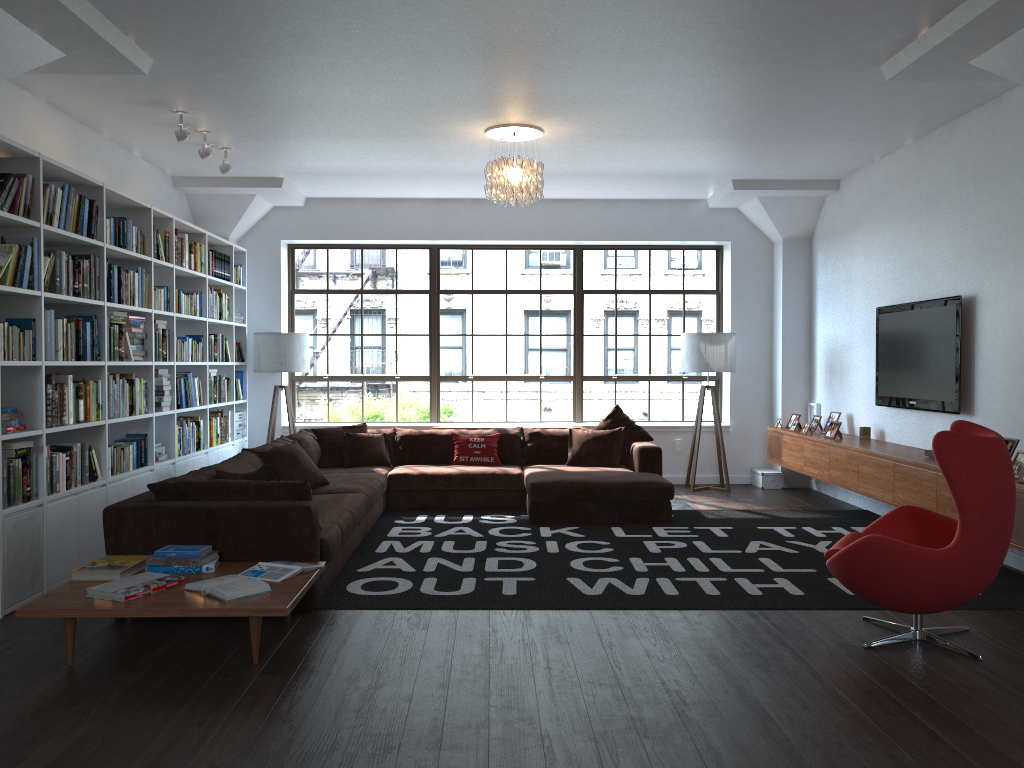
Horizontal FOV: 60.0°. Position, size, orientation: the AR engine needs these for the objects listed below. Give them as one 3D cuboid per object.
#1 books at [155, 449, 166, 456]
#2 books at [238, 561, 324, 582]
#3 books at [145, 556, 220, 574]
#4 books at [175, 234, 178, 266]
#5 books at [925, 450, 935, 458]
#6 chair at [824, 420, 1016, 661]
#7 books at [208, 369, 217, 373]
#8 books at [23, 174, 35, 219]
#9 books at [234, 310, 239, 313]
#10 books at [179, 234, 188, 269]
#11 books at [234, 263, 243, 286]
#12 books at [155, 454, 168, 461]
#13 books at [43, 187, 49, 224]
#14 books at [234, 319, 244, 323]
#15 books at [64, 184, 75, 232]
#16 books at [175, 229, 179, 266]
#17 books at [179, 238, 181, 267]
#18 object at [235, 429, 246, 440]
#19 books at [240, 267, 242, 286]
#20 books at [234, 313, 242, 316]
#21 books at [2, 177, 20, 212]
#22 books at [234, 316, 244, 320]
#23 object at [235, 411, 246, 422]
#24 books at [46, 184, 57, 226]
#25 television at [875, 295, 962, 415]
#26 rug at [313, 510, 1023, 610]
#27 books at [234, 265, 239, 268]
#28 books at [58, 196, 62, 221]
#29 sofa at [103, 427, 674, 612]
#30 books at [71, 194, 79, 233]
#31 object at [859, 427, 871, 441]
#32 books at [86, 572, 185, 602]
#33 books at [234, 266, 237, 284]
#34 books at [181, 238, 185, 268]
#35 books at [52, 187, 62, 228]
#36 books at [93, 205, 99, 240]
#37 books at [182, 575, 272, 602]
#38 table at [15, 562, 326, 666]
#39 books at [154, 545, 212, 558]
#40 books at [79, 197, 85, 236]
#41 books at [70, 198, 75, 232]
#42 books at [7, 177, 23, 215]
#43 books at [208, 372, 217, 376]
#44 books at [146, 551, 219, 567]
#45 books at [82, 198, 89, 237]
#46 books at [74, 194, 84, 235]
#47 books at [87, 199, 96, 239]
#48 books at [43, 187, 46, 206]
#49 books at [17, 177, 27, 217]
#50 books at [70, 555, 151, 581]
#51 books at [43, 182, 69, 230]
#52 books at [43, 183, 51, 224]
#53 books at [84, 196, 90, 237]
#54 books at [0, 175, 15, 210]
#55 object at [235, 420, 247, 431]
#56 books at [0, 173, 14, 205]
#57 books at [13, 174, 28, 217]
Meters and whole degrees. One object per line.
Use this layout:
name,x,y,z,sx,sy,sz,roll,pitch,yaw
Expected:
books,-2.777,0.522,6.702,0.284,0.033,0.197,0,1,-16
books,-1.110,0.884,4.263,0.256,0.035,0.350,1,1,24
books,-1.598,0.882,4.319,0.312,0.037,0.216,0,1,-11
books,-2.721,-1.046,6.946,0.189,0.247,0.057,0,1,-1
books,2.986,0.486,5.945,0.250,0.053,0.400,0,1,-1
chair,1.879,0.674,4.123,0.801,1.006,0.798,1,1,24
books,-2.749,-0.117,7.848,0.224,0.030,0.161,0,1,9
books,-2.666,-0.999,4.746,0.170,0.251,0.118,0,1,-1
books,-2.788,-0.704,8.637,0.204,0.025,0.144,1,1,29
books,-2.731,-1.074,7.215,0.176,0.290,0.053,0,1,-1
books,-2.753,-1.081,8.816,0.140,0.231,0.042,0,1,-1
books,-2.777,0.557,6.702,0.284,0.035,0.197,0,1,-1
books,-2.663,-0.985,4.915,0.161,0.222,0.084,0,1,-1
books,-2.787,-0.609,8.641,0.284,0.035,0.197,1,1,29
books,-2.683,-1.026,5.192,0.197,0.290,0.136,0,1,-1
books,-2.705,-1.073,6.997,0.140,0.298,0.044,0,1,-1
books,-2.728,-1.046,7.086,0.159,0.241,0.038,0,1,-1
object,-2.802,0.495,8.665,0.331,0.088,0.410,0,1,-1
books,-2.747,-1.060,8.776,0.139,0.191,0.036,0,1,-1
books,-2.785,-0.676,8.635,0.254,0.032,0.174,1,2,34
books,-2.666,-0.973,4.573,0.167,0.210,0.162,0,1,-1
books,-2.787,-0.643,8.640,0.284,0.033,0.197,0,1,14
object,-2.809,0.319,8.661,0.316,0.088,0.410,0,1,-1
books,-2.672,-1.002,4.989,0.170,0.251,0.118,0,1,-1
television,3.041,-0.213,6.704,0.013,0.816,1.324,0,1,-2
rug,0.973,1.128,6.134,4.200,0.007,3.100,0,1,0
books,-2.749,-1.063,8.702,0.127,0.200,0.020,0,1,-1
books,-2.676,-0.989,5.078,0.161,0.222,0.084,0,1,-1
sofa,-0.394,0.787,6.604,3.481,0.664,4.197,0,1,-1
books,-2.670,-1.007,5.264,0.159,0.248,0.089,0,1,-1
object,2.979,0.418,7.482,0.089,0.110,0.089,1,2,44
books,-1.659,0.893,3.915,0.236,0.035,0.340,1,1,24
books,-2.750,-1.053,8.634,0.134,0.184,0.030,0,1,-1
books,-2.726,-1.050,7.133,0.171,0.246,0.057,0,1,-1
books,-2.669,-0.999,5.042,0.174,0.242,0.105,0,1,-1
books,-2.689,-1.007,5.555,0.167,0.233,0.077,0,1,-1
books,-1.257,0.891,3.915,0.342,0.040,0.231,1,2,39
table,-1.480,1.043,4.046,1.100,0.271,0.853,0,1,-1
books,-1.598,0.815,4.319,0.224,0.027,0.157,0,1,4
books,-2.680,-1.012,5.343,0.182,0.255,0.077,0,1,-1
books,-2.674,-0.992,5.232,0.161,0.222,0.083,0,1,-1
books,-2.659,-0.979,4.638,0.161,0.218,0.101,0,1,-1
books,-2.748,-0.087,7.840,0.223,0.031,0.161,0,1,-1
books,-1.603,0.846,4.322,0.279,0.035,0.191,0,1,9
books,-2.675,-1.007,5.383,0.174,0.243,0.085,0,1,-1
books,-2.669,-1.009,5.297,0.182,0.253,0.098,0,1,-1
books,-2.678,-1.015,5.485,0.182,0.255,0.077,0,1,-1
books,-2.664,-0.982,4.881,0.161,0.218,0.101,0,1,-1
books,-2.657,-0.982,4.673,0.161,0.222,0.084,0,1,-1
books,-1.914,0.880,4.252,0.241,0.045,0.334,0,1,0
books,-2.677,-1.025,5.129,0.176,0.293,0.125,0,1,-1
books,-2.672,-0.999,4.945,0.159,0.248,0.089,0,1,-1
books,-2.699,-1.019,5.437,0.180,0.265,0.103,0,1,-1
books,-2.679,-0.979,4.536,0.182,0.226,0.173,0,1,-1
object,-2.802,0.407,8.663,0.331,0.088,0.410,0,1,-1
books,-2.655,-0.974,4.483,0.182,0.215,0.188,0,1,-1
books,-2.666,-0.996,4.703,0.159,0.248,0.089,0,1,-1
